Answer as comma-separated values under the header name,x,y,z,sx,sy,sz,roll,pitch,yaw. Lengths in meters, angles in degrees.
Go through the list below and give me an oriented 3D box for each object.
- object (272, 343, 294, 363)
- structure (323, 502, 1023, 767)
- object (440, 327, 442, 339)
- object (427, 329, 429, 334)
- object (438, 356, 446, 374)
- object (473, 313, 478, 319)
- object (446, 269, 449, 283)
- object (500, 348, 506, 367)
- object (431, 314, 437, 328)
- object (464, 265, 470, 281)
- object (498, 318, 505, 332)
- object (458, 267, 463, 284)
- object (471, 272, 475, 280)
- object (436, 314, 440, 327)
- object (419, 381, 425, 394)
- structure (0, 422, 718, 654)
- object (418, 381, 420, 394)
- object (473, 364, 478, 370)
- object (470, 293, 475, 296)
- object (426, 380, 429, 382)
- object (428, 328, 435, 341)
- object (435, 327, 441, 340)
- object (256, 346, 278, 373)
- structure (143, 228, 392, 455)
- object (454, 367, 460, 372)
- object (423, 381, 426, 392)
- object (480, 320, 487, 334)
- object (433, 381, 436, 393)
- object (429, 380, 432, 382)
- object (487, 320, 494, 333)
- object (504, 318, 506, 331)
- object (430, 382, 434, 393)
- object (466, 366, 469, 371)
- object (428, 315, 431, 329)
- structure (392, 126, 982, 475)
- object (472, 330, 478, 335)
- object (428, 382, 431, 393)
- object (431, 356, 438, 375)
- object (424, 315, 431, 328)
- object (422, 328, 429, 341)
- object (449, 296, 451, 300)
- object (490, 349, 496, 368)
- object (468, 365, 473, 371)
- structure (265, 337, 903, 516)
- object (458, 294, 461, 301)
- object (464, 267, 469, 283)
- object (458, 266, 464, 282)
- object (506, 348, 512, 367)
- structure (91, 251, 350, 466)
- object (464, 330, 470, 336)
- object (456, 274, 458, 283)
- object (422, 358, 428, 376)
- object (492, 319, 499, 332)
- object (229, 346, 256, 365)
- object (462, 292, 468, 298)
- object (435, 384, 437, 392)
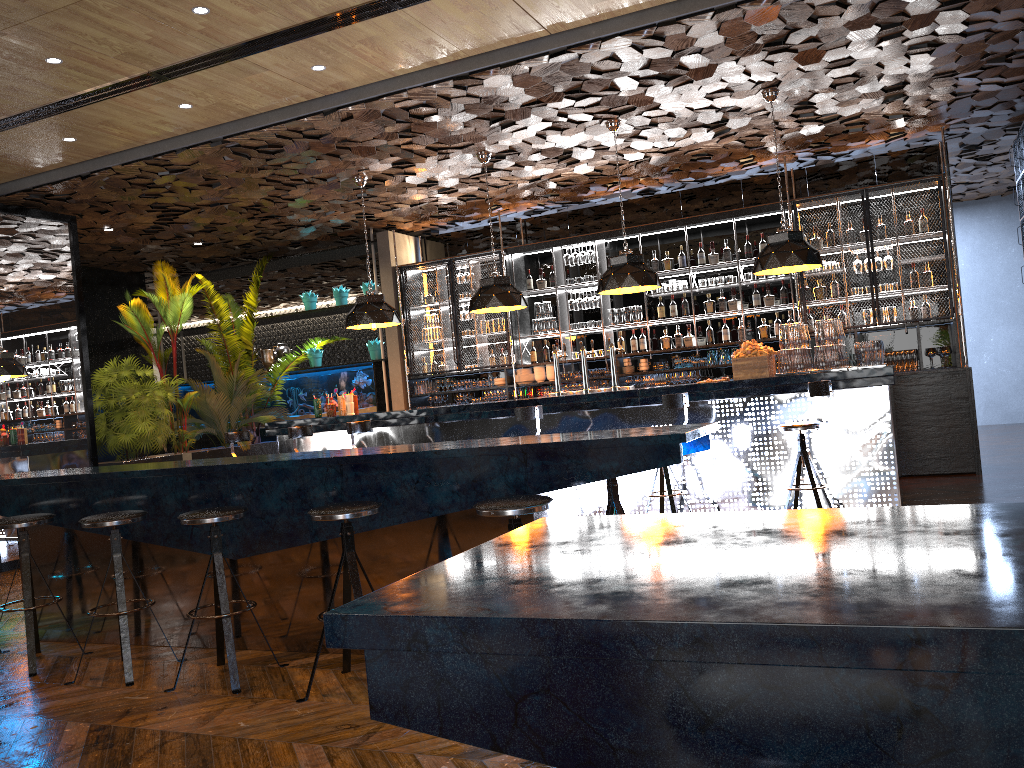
name,x,y,z,sx,sy,sz,roll,pitch,yaw
object,-3.379,-0.457,13.084,0.290,0.292,0.278,-5,-1,-29
structure,1.090,0.641,0.817,2.476,0.998,0.673,-6,-1,24
object,-0.976,-0.684,12.100,0.092,0.182,0.092,-6,-1,19
object,-1.154,-0.667,12.197,0.092,0.182,0.092,-6,-1,19
object,-0.926,-0.254,11.992,0.108,0.244,0.108,-6,-1,38
object,-0.495,-0.975,11.860,0.081,0.213,0.081,-6,-1,30
object,-0.849,-1.445,11.845,0.081,0.213,0.081,-6,-1,30
object,-0.123,-0.343,11.673,0.075,0.260,0.075,-5,-1,-17
object,-1.063,-0.860,12.046,0.092,0.182,0.092,-6,-1,19
object,-0.601,-1.469,11.733,0.081,0.213,0.081,-6,-1,30
object,-0.133,-0.769,11.577,0.092,0.182,0.092,-6,-1,19
object,-0.703,-1.458,11.937,0.081,0.213,0.081,-6,-1,30
object,-0.542,-1.473,11.865,0.081,0.213,0.081,-6,-1,30
object,-1.034,-0.862,12.120,0.092,0.182,0.092,-6,-1,19
object,-1.216,0.044,11.925,0.067,0.174,0.067,-5,-1,-27
structure,-1.339,0.912,4.991,4.941,0.998,0.673,-6,-1,24
object,-1.260,0.049,12.015,0.067,0.174,0.067,-5,-1,-26
object,-0.482,-0.216,11.769,0.077,0.080,0.077,-6,-1,12
object,-0.531,-1.176,11.904,0.077,0.080,0.077,-5,-1,-30
object,-1.157,0.040,12.081,0.067,0.174,0.067,-5,-1,-15
object,-1.092,-0.674,12.058,0.092,0.182,0.092,-6,-1,19
object,-1.005,-0.683,12.007,0.092,0.182,0.092,-6,-1,19
object,-3.658,-0.350,13.313,0.232,0.398,0.378,-5,-1,-36
structure,-3.474,-0.174,13.142,4.269,3.734,0.705,-6,-1,24
object,-0.738,-0.191,11.864,0.077,0.080,0.077,-5,-1,-27
object,-1.191,0.043,11.998,0.067,0.174,0.067,-5,-1,-41
object,-0.371,-0.746,11.681,0.092,0.182,0.092,-6,-1,19
object,-1.064,0.043,12.033,0.058,0.152,0.051,-5,-1,-40
object,-1.121,0.038,12.160,0.067,0.174,0.067,-5,-1,-26
object,-0.280,-0.754,11.751,0.092,0.182,0.092,-6,-1,19
object,-0.085,-0.773,11.659,0.092,0.182,0.092,-6,-1,19
object,-1.091,0.044,11.980,0.058,0.152,0.051,-5,-1,-14
object,-0.616,-0.202,11.971,0.077,0.080,0.077,-5,-1,-27
object,-1.123,-0.853,12.171,0.092,0.182,0.092,-6,-1,19
structure,1.637,-0.591,10.644,6.750,3.553,1.143,-6,-1,24
object,-0.491,-0.681,11.873,0.077,0.080,0.077,-6,-1,20
object,-1.120,0.047,11.926,0.058,0.152,0.051,-6,-1,28
object,-1.056,-0.251,12.039,0.075,0.260,0.075,-5,-1,-32
object,-1.159,-0.851,12.080,0.092,0.182,0.092,-6,-1,19
object,-1.187,-0.665,12.100,0.092,0.182,0.092,-6,-1,19
object,-0.805,-1.150,11.921,0.077,0.080,0.077,-6,-1,15
object,-0.256,-0.329,11.709,0.075,0.261,0.075,-5,-1,-17
object,-0.543,-0.210,11.857,0.077,0.080,0.077,-5,-1,-10
structure,0.442,0.436,8.497,6.009,1.685,1.214,-6,-1,24
object,-0.717,-1.159,11.860,0.077,0.080,0.077,-5,-1,-30
object,-0.625,-1.465,11.902,0.081,0.213,0.081,-6,-1,30
object,-0.683,-1.461,11.770,0.081,0.213,0.081,-6,-1,30
object,-0.037,-0.351,11.611,0.075,0.260,0.075,-5,-1,-17
structure,-4.047,-0.046,12.074,1.873,3.561,4.073,-6,-1,26
object,-0.593,-0.673,11.746,0.077,0.080,0.077,-6,-1,20
object,-0.762,-1.453,11.806,0.081,0.213,0.081,-6,-1,30
object,-1.196,-0.236,12.132,0.075,0.261,0.075,-5,-1,-17
object,-0.210,-0.762,11.635,0.092,0.182,0.092,-6,-1,19
object,-4.097,-0.340,13.508,0.250,0.472,0.458,-5,-1,-39
object,-0.621,-1.169,11.768,0.077,0.080,0.077,-5,-1,-30
object,-1.054,0.042,12.093,0.058,0.152,0.051,-5,-1,-42
